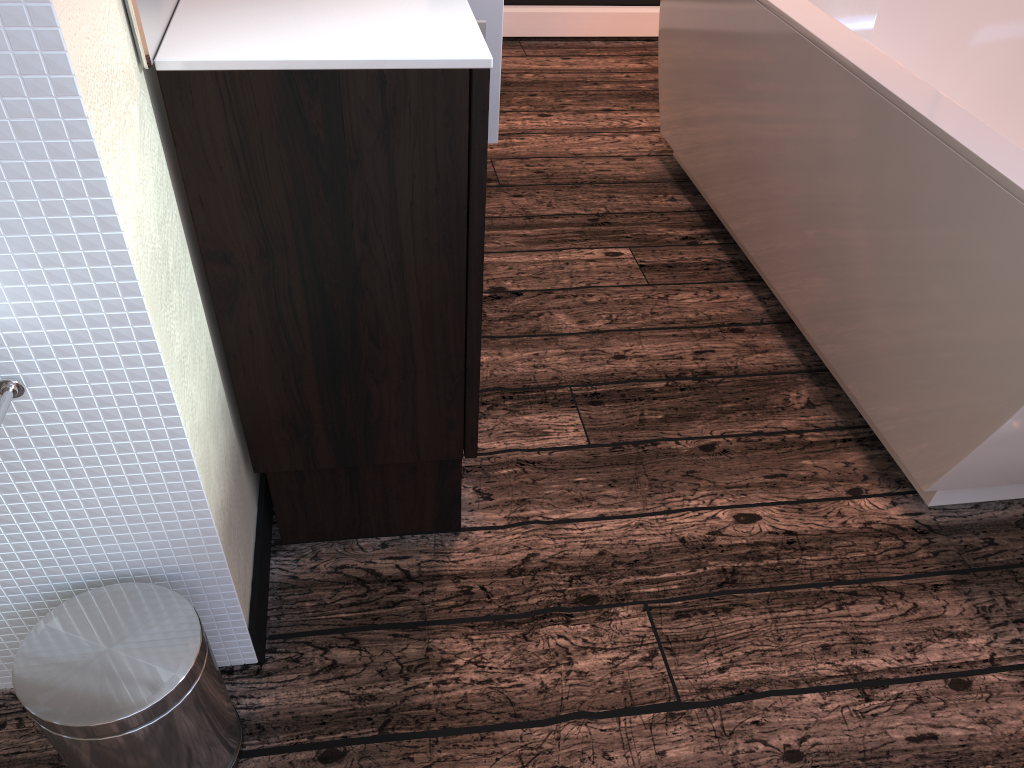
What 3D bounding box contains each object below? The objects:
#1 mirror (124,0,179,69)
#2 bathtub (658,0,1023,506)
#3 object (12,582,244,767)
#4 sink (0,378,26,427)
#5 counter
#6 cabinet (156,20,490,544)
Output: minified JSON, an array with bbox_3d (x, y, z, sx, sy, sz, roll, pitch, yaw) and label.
[{"bbox_3d":[-0.593,-2.114,1.476,0.011,1.880,3.172,-4,42,-9],"label":"mirror"},{"bbox_3d":[0.984,-0.619,2.178,0.798,0.708,2.173,-4,42,-9],"label":"bathtub"},{"bbox_3d":[-0.494,0.472,1.174,0.220,0.312,0.220,-31,52,-33],"label":"object"},{"bbox_3d":[-0.831,0.303,0.907,0.680,0.801,0.339,-4,42,-8],"label":"sink"},{"bbox_3d":[-0.315,-0.885,1.744,0.442,0.302,1.819,-4,42,-9],"label":"counter"},{"bbox_3d":[-0.359,-0.634,1.961,0.386,0.941,1.820,-4,42,-9],"label":"cabinet"}]
